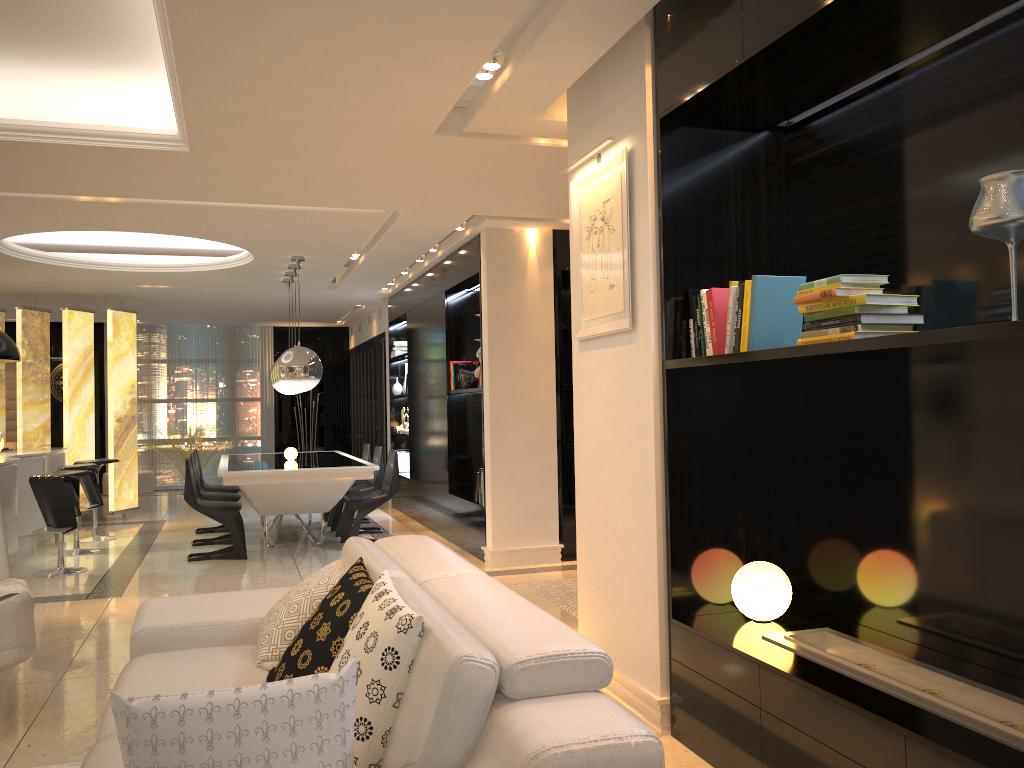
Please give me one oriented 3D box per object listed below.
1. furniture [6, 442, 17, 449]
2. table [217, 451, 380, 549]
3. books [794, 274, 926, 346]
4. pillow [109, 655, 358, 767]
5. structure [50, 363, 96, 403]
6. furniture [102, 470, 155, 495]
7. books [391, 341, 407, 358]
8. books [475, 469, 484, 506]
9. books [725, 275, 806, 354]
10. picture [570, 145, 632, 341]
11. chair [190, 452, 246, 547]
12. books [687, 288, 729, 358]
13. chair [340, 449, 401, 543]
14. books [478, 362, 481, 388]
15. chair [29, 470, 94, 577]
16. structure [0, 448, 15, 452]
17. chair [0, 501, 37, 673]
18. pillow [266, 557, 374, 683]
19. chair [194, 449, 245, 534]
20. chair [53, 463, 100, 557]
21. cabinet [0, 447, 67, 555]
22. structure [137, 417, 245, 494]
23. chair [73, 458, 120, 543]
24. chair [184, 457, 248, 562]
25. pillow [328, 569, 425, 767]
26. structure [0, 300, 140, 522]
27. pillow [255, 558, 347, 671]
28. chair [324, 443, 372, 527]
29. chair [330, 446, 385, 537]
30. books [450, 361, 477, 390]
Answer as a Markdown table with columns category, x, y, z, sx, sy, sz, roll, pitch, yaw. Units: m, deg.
| category | x | y | z | sx | sy | sz | roll | pitch | yaw |
| --- | --- | --- | --- | --- | --- | --- | --- | --- | --- |
| furniture | -8.043 | 1.333 | 13.911 | 1.312 | 0.810 | 1.107 | -1 | -1 | -18 |
| table | -2.152 | 1.115 | 8.604 | 1.293 | 0.759 | 3.031 | -1 | -1 | -18 |
| books | 1.019 | -0.212 | 2.631 | 0.260 | 0.197 | 0.296 | -1 | -1 | -15 |
| pillow | -0.543 | 0.736 | 1.859 | 0.521 | 0.325 | 0.281 | -1 | -1 | -8 |
| structure | -6.816 | -0.022 | 13.737 | 0.669 | 0.669 | 0.048 | -1 | -1 | -18 |
| furniture | -5.874 | 1.506 | 13.591 | 0.735 | 0.357 | 0.735 | -1 | -1 | -16 |
| books | -1.374 | -0.427 | 11.033 | 0.259 | 0.188 | 0.302 | -1 | -1 | -11 |
| books | -0.168 | 0.833 | 7.242 | 0.222 | 0.296 | 0.345 | -1 | -1 | -18 |
| books | 0.863 | -0.229 | 3.048 | 0.212 | 0.261 | 0.210 | -1 | -1 | -18 |
| picture | 0.379 | -0.572 | 3.794 | 0.027 | 0.729 | 0.610 | -1 | -1 | -18 |
| chair | -2.786 | 1.074 | 8.399 | 0.496 | 0.858 | 0.523 | -1 | -1 | -18 |
| books | 0.789 | -0.226 | 3.267 | 0.208 | 0.270 | 0.240 | -1 | -1 | -18 |
| chair | -1.299 | 1.037 | 8.089 | 0.496 | 0.858 | 0.523 | -1 | -1 | -18 |
| books | -0.165 | -0.089 | 7.239 | 0.189 | 0.238 | 0.290 | -1 | -1 | -19 |
| chair | -3.573 | 1.092 | 7.018 | 0.380 | 0.789 | 0.380 | -2 | -1 | 15 |
| structure | -5.283 | 0.663 | 8.759 | 0.502 | 0.026 | 0.811 | -1 | -1 | -18 |
| chair | -2.524 | 0.893 | 3.728 | 1.027 | 0.991 | 0.983 | -1 | -1 | -18 |
| pillow | -0.566 | 0.742 | 2.636 | 0.323 | 0.355 | 0.524 | -1 | -1 | -17 |
| chair | -3.042 | 1.098 | 9.209 | 0.496 | 0.858 | 0.523 | -1 | -1 | -18 |
| chair | -3.913 | 1.121 | 7.962 | 0.380 | 0.789 | 0.380 | 0 | -2 | -35 |
| cabinet | -4.738 | 1.084 | 7.712 | 1.046 | 0.887 | 3.752 | -1 | -1 | -18 |
| structure | -4.873 | 1.092 | 13.489 | 1.282 | 1.142 | 1.275 | -2 | -2 | 29 |
| chair | -4.125 | 1.144 | 8.769 | 0.380 | 0.789 | 0.380 | -2 | -2 | 40 |
| chair | -2.526 | 1.050 | 7.573 | 0.496 | 0.858 | 0.523 | -1 | -1 | -18 |
| pillow | -0.387 | 0.713 | 2.213 | 0.255 | 0.399 | 0.526 | -1 | -1 | -18 |
| structure | -5.457 | 0.320 | 10.128 | 2.180 | 2.555 | 0.448 | -1 | -1 | -18 |
| pillow | -0.712 | 0.789 | 3.068 | 0.351 | 0.329 | 0.521 | -1 | -1 | -18 |
| chair | -1.797 | 1.083 | 9.668 | 0.496 | 0.858 | 0.523 | -1 | -1 | -18 |
| chair | -1.555 | 1.061 | 8.899 | 0.496 | 0.858 | 0.523 | -1 | -1 | -18 |
| books | -0.443 | -0.078 | 8.118 | 0.210 | 0.270 | 0.236 | -1 | -1 | -18 |
